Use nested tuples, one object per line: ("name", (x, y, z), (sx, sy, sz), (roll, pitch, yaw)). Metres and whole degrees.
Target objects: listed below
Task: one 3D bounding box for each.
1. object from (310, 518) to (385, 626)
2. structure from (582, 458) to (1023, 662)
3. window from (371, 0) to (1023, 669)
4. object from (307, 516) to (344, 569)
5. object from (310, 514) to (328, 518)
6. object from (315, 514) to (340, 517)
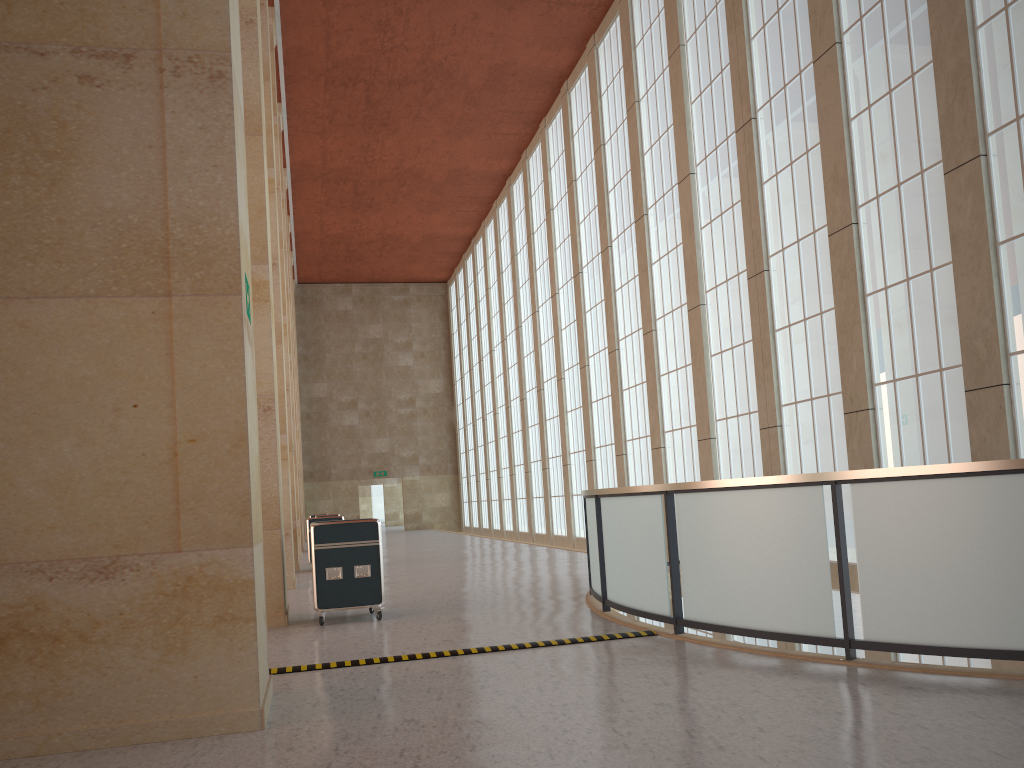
("object", (-2.582, 2.902, 13.839), (1.054, 1.535, 1.280), (-3, -5, -13))
("structure", (4.022, 2.108, 11.739), (5.241, 1.786, 13.162), (-1, -8, -23))
("window", (-6.822, 8.964, 76.425), (0.010, 28.501, 165.952), (-3, -7, -13))
("object", (-5.433, 4.653, 25.892), (1.054, 1.535, 1.280), (-3, -5, -13))
("object", (-11.257, 8.392, 51.765), (1.054, 1.535, 1.280), (-3, -5, -13))
("object", (-8.124, 6.542, 39.086), (1.054, 1.535, 1.280), (-3, -5, -13))
